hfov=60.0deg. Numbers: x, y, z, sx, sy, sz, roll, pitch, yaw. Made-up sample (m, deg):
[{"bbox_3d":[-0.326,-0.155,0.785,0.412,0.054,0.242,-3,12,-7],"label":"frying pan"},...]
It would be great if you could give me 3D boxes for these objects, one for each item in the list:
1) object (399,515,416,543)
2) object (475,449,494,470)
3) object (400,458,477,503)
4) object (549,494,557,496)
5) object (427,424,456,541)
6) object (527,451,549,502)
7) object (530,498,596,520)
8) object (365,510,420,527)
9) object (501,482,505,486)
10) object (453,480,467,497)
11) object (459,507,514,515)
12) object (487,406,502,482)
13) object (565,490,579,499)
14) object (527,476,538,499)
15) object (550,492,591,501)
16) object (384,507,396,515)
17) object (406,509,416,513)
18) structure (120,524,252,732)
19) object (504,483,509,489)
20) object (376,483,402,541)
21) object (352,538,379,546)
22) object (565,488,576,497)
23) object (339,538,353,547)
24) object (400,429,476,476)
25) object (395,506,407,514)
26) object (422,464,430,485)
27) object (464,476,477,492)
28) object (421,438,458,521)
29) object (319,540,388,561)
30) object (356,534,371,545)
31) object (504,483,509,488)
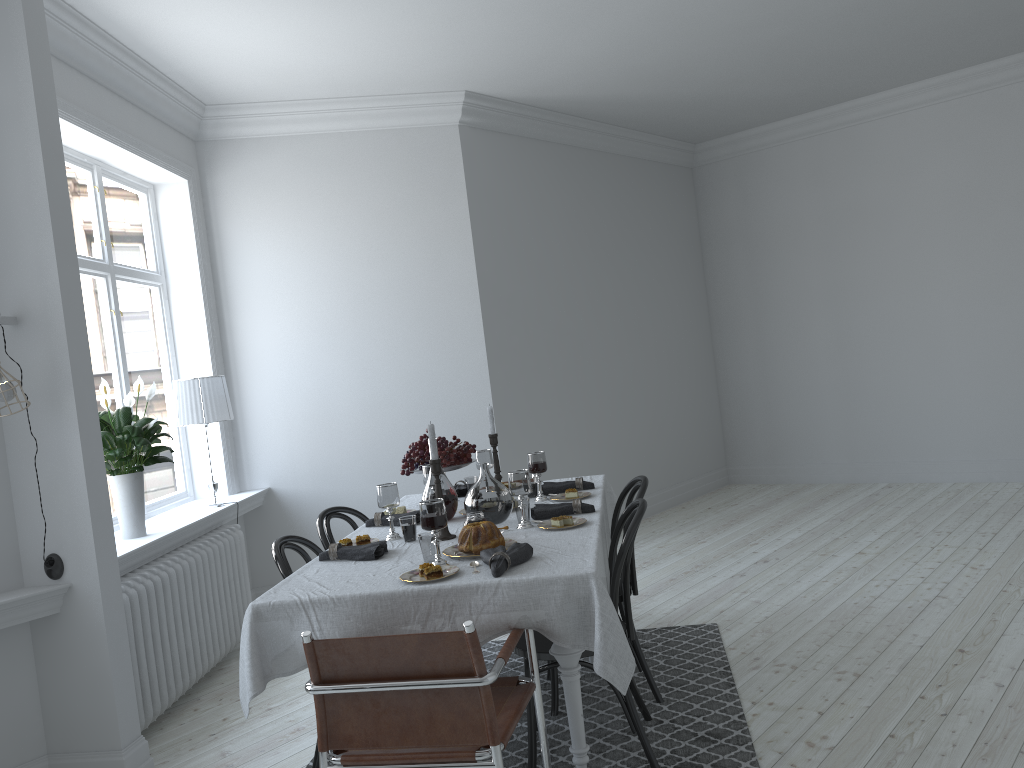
[{"bbox_3d":[-0.387,0.547,3.335,0.066,0.094,0.066,-6,2,29],"label":"object"},{"bbox_3d":[-0.128,0.432,4.337,0.083,0.215,0.083,-6,2,45],"label":"object"},{"bbox_3d":[-0.335,0.472,4.189,0.367,0.188,0.367,-7,1,-9],"label":"object"},{"bbox_3d":[0.229,0.497,4.005,0.131,0.012,0.031,-7,1,8],"label":"object"},{"bbox_3d":[-0.278,0.363,3.310,0.089,0.432,0.089,-8,2,-27],"label":"object"},{"bbox_3d":[0.119,0.411,3.935,0.083,0.215,0.083,-6,2,45],"label":"object"},{"bbox_3d":[0.191,0.490,3.530,0.247,0.061,0.165,-7,1,-11],"label":"object"},{"bbox_3d":[-0.495,0.569,3.740,0.247,0.061,0.165,-7,1,-11],"label":"object"},{"bbox_3d":[-0.057,0.508,4.434,0.021,0.037,0.057,-8,2,-29],"label":"object"},{"bbox_3d":[-0.297,0.528,4.435,0.165,0.061,0.247,-7,1,-11],"label":"object"},{"bbox_3d":[-0.100,0.540,3.792,0.251,0.018,0.251,-6,2,40],"label":"object"},{"bbox_3d":[-0.080,0.318,4.184,0.089,0.432,0.089,-8,2,-27],"label":"object"},{"bbox_3d":[0.262,0.482,3.875,0.057,0.037,0.021,-6,1,21],"label":"object"},{"bbox_3d":[0.089,0.471,4.036,0.066,0.094,0.066,-6,2,29],"label":"object"},{"bbox_3d":[0.257,0.496,3.887,0.182,0.013,0.182,-8,2,-35],"label":"object"},{"bbox_3d":[-0.545,0.579,3.983,0.040,0.039,0.077,-7,1,10],"label":"object"},{"bbox_3d":[-0.520,0.589,3.985,0.182,0.013,0.182,-6,2,40],"label":"object"},{"bbox_3d":[-1.672,1.217,4.409,0.245,0.753,1.710,-7,1,3],"label":"structure"},{"bbox_3d":[-0.030,0.517,4.452,0.182,0.013,0.182,-8,2,-40],"label":"object"},{"bbox_3d":[-0.472,0.496,3.433,0.083,0.215,0.083,-6,2,45],"label":"object"},{"bbox_3d":[-0.596,0.613,3.369,0.182,0.013,0.182,-6,2,40],"label":"object"},{"bbox_3d":[0.261,0.481,3.916,0.051,0.039,0.036,-7,1,-10],"label":"object"},{"bbox_3d":[-0.630,0.604,3.355,0.036,0.039,0.051,-7,1,17],"label":"object"},{"bbox_3d":[-0.347,0.307,4.193,0.347,0.215,0.318,-7,1,2],"label":"object"},{"bbox_3d":[-0.503,0.573,3.976,0.039,0.040,0.078,-7,1,15],"label":"object"},{"bbox_3d":[-0.349,0.468,3.958,0.083,0.215,0.083,-6,2,35],"label":"object"},{"bbox_3d":[-0.196,0.500,4.309,0.066,0.094,0.066,-6,2,29],"label":"object"},{"bbox_3d":[-0.313,0.400,3.716,0.152,0.352,0.152,-7,1,1],"label":"object"},{"bbox_3d":[-0.561,0.591,3.130,0.247,0.061,0.165,-7,1,-11],"label":"object"},{"bbox_3d":[-0.566,0.594,3.378,0.057,0.041,0.038,-7,1,-8],"label":"object"},{"bbox_3d":[-0.025,0.512,4.462,0.057,0.021,0.037,-6,2,40],"label":"object"}]
